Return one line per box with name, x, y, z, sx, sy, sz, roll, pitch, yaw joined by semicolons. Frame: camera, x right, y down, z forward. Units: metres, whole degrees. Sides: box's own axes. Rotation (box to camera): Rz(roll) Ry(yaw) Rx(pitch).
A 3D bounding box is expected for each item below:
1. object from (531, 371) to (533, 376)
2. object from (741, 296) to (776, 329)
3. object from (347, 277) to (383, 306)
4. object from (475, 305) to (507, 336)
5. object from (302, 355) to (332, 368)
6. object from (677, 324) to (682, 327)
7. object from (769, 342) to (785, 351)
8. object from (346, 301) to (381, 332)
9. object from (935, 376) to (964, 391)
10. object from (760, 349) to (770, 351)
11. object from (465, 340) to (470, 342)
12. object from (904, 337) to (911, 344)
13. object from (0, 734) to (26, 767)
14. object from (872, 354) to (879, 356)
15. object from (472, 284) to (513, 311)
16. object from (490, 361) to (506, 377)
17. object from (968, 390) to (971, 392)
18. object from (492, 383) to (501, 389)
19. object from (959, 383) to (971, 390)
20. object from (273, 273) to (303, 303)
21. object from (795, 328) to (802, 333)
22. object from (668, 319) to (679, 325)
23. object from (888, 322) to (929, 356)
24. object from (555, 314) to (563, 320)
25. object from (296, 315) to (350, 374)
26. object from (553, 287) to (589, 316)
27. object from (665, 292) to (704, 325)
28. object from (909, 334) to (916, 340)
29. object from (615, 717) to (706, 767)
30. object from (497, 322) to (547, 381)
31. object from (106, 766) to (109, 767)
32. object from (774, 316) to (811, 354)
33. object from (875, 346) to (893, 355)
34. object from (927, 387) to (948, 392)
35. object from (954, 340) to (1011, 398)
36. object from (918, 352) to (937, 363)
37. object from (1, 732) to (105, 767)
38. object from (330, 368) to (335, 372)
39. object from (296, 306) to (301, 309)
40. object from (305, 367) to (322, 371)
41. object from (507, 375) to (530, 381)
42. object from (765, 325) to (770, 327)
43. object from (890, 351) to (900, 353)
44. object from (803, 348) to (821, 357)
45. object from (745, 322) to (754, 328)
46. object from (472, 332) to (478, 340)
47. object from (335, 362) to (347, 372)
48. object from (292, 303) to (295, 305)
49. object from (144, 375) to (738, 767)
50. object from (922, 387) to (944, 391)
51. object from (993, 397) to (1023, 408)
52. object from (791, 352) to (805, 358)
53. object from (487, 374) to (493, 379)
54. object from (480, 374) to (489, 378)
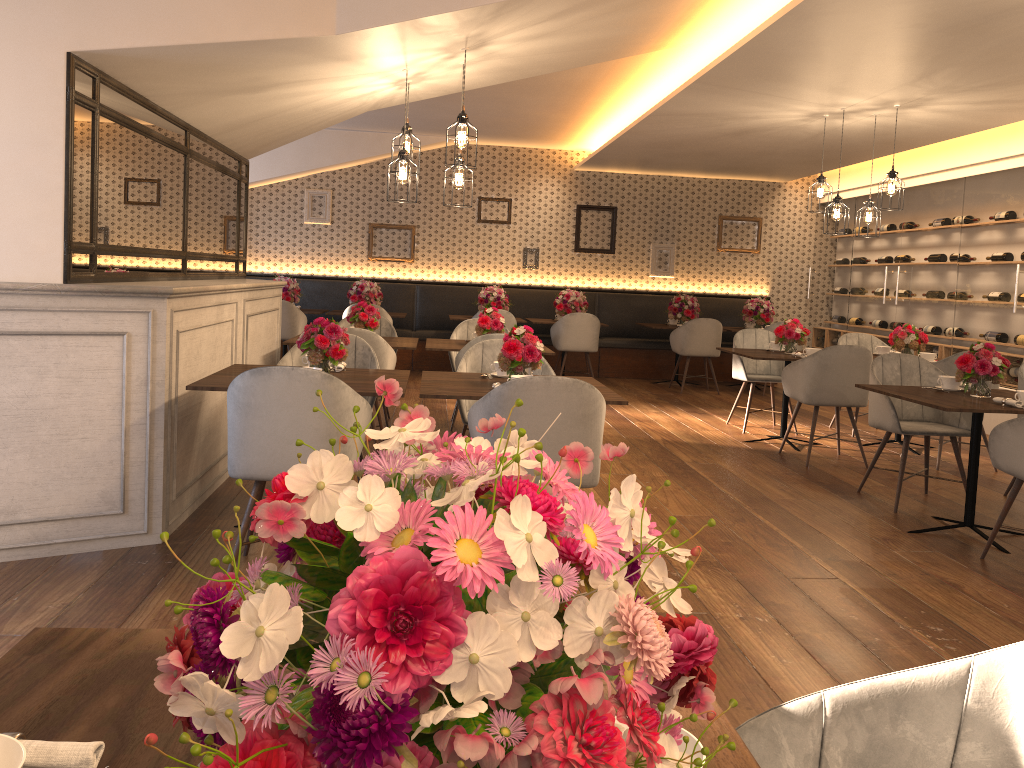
object;0.078;-0.053;4.538;0.056;0.039;0.176;2;7;-5
object;3.031;-0.878;10.890;0.406;0.424;0.420;7;7;38
object;-1.733;-1.046;10.449;0.419;0.424;0.407;1;5;-17
object;-0.150;-0.431;6.488;0.234;0.300;0.306;4;5;14
object;-0.975;-0.108;4.442;0.148;0.072;0.149;-2;8;-37
object;2.012;-0.693;10.570;0.056;0.039;0.176;2;7;-5
object;2.207;-0.312;7.356;0.148;0.072;0.149;-1;7;-28
object;-1.083;-0.464;6.392;0.234;0.300;0.306;0;6;-30
object;2.422;-0.003;4.892;0.148;0.072;0.149;-1;7;-28
object;2.095;-0.285;7.329;0.043;0.015;0.198;2;7;-9
object;-0.348;-0.335;6.806;0.043;0.015;0.198;2;7;-9
object;3.145;-0.348;7.062;0.049;0.052;0.078;3;6;5
object;-0.484;0.362;0.752;0.148;0.072;0.148;7;8;37
object;3.045;-0.244;7.408;0.022;0.004;0.212;2;7;-5
object;-0.226;-1.002;10.674;0.406;0.424;0.420;7;7;38
object;-0.035;-0.074;4.526;0.148;0.072;0.149;-2;8;-37
object;2.501;0.024;4.891;0.025;0.024;0.193;2;7;-5
object;-0.060;0.016;3.915;0.056;0.039;0.176;2;7;-5
object;2.535;0.018;4.904;0.056;0.039;0.176;2;7;-5
object;-2.677;-1.080;10.370;0.406;0.424;0.420;7;7;37
object;2.247;-0.421;6.999;0.045;0.052;0.077;-2;7;-43
object;2.038;-0.783;11.181;0.149;0.072;0.148;8;8;42
object;3.188;-0.354;7.130;0.305;0.300;0.235;4;5;16
object;0.616;-0.834;11.054;0.149;0.072;0.148;8;8;42
object;-0.882;-0.175;4.085;0.234;0.300;0.306;0;6;-30
object;0.710;-0.958;10.658;0.419;0.424;0.407;2;5;-3
object;2.097;-0.910;10.795;0.406;0.424;0.420;7;7;37
object;3.170;-0.376;7.051;0.048;0.052;0.077;0;6;-26
object;0.119;0.379;0.842;0.148;0.072;0.148;7;8;37
object;0.051;-0.143;4.181;0.234;0.300;0.306;4;5;14
object;-0.482;0.376;0.833;0.192;0.024;0.025;2;5;-5
object;2.241;-0.392;7.076;0.305;0.300;0.235;0;6;-27
object;3.122;-0.279;7.439;0.148;0.072;0.149;-1;7;-28
object;2.345;0.031;4.861;0.022;0.004;0.212;2;7;-5
object;2.455;-0.083;4.612;0.305;0.300;0.235;0;6;-27
object;3.210;-0.202;6.837;0.148;0.072;0.149;-1;7;-28
object;-0.494;0.365;0.866;0.175;0.039;0.056;2;6;-5
object;-0.896;-0.080;4.441;0.025;0.024;0.193;2;7;-5
object;-2.603;-0.932;10.766;0.056;0.039;0.176;2;7;-5
object;-0.887;-0.031;3.840;0.148;0.072;0.149;-2;8;-37
object;0.054;0.003;3.925;0.148;0.072;0.149;-2;8;-37
object;3.123;-0.670;10.669;0.149;0.072;0.148;8;8;42
object;3.234;-0.258;7.450;0.056;0.039;0.176;2;7;-5
object;2.296;-0.235;6.755;0.148;0.072;0.149;-1;7;-28
object;3.034;-0.747;11.271;0.148;0.072;0.148;7;8;37
object;-0.236;-0.362;6.834;0.148;0.072;0.149;-2;8;-37
object;-0.863;-0.087;4.453;0.056;0.039;0.176;2;7;-5
object;-2.716;-0.953;10.755;0.149;0.072;0.148;8;8;42
object;-0.050;0.212;0.688;0.419;0.424;0.407;1;5;-17
object;2.310;0.024;4.864;0.043;0.015;0.198;2;7;-9
object;2.396;0.086;4.281;0.056;0.039;0.176;2;7;-5
object;2.182;-0.222;6.745;0.056;0.039;0.176;2;7;-5
object;-0.112;-0.039;4.495;0.022;0.004;0.212;2;7;-5
object;-0.147;-0.047;4.499;0.043;0.015;0.198;2;7;-9
